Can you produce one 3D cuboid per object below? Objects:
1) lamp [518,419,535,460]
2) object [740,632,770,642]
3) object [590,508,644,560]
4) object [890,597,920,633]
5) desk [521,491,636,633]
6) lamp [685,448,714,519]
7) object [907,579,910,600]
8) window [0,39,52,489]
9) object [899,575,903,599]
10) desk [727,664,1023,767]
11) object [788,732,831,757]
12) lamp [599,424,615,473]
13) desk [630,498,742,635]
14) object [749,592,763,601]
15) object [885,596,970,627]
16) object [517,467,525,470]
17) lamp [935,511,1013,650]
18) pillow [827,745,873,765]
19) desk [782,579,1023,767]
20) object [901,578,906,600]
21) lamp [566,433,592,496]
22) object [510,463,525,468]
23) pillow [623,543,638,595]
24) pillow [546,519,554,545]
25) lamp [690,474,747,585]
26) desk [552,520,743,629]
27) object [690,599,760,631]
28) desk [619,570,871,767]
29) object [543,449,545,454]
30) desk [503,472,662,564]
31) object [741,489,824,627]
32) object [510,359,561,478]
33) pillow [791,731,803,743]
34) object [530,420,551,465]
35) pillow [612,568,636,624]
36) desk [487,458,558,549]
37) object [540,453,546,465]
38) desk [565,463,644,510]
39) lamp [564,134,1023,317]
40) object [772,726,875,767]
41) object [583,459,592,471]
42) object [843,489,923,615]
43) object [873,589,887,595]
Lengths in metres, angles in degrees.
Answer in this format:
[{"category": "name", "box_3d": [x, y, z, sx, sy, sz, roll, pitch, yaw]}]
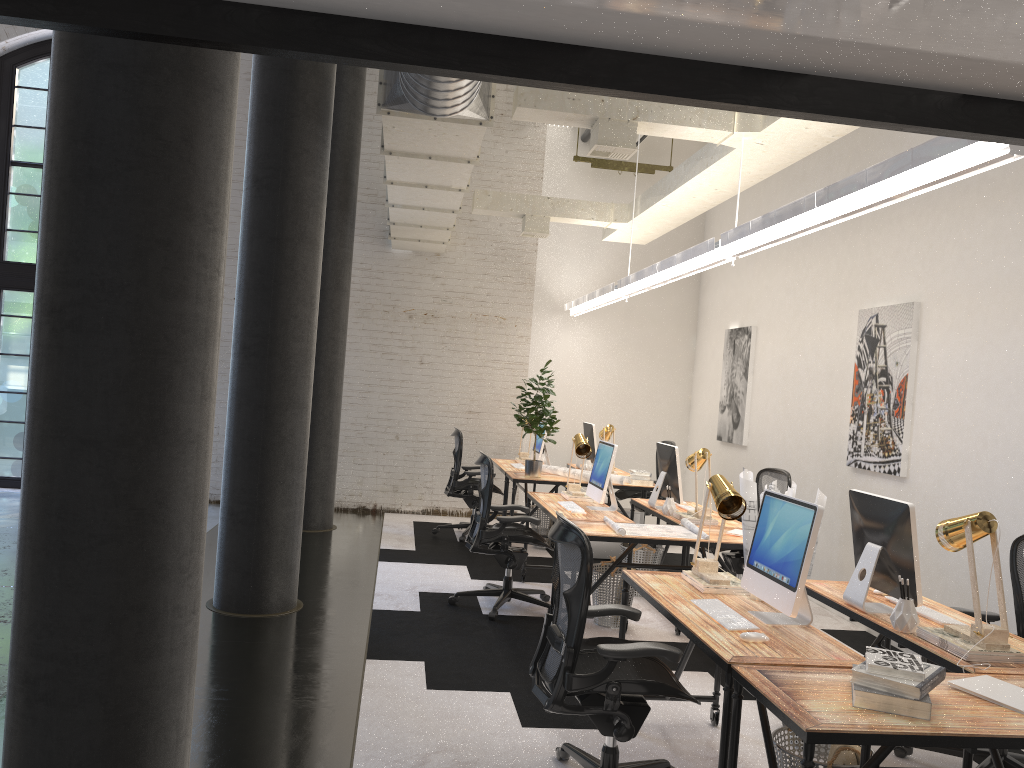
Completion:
[{"category": "lamp", "box_3d": [0.157, 0.574, 9.458, 0.126, 0.470, 0.344, 4, 0, -7]}, {"category": "object", "box_3d": [0.853, 0.888, 3.116, 0.106, 0.029, 0.059, 4, 0, -6]}, {"category": "object", "box_3d": [0.950, 1.406, 8.367, 0.544, 0.455, 0.221, 4, 1, -7]}, {"category": "object", "box_3d": [1.520, 0.893, 3.427, 0.101, 0.127, 0.101, 5, 0, 38]}, {"category": "desk", "box_3d": [0.438, 1.244, 6.432, 0.529, 0.724, 1.400, 4, 0, -7]}, {"category": "lamp", "box_3d": [1.300, 0.674, 6.146, 0.128, 0.470, 0.344, 4, 0, -7]}, {"category": "object", "box_3d": [1.525, 0.851, 3.413, 0.054, 0.207, 0.008, 4, 1, -42]}, {"category": "window", "box_3d": [-4.601, -1.310, 10.001, 2.491, 5.180, 0.137, 4, 1, -7]}, {"category": "object", "box_3d": [1.514, 0.850, 3.439, 0.008, 0.207, 0.054, 4, 1, -24]}, {"category": "desk", "box_3d": [1.385, 1.306, 2.649, 1.401, 0.724, 0.529, 4, 0, -7]}, {"category": "object", "box_3d": [1.413, 1.459, 4.097, 0.353, 0.435, 0.358, 4, 0, -11]}, {"category": "lamp", "box_3d": [0.947, 0.632, 8.804, 0.126, 0.470, 0.344, 4, 0, -7]}, {"category": "desk", "box_3d": [1.277, 1.308, 6.531, 0.529, 0.724, 1.400, 4, 0, -7]}, {"category": "object", "box_3d": [1.064, 0.859, 3.787, 0.101, 0.127, 0.101, 5, 0, 38]}, {"category": "object", "box_3d": [1.756, 0.966, 3.773, 0.118, 0.017, 0.439, 4, 0, -7]}, {"category": "object", "box_3d": [0.098, 0.823, 8.643, 0.106, 0.029, 0.059, 4, 0, -6]}, {"category": "lamp", "box_3d": [1.702, 0.697, 3.277, 0.128, 0.470, 0.344, 4, 0, -7]}, {"category": "pillow", "box_3d": [1.161, 1.450, 3.137, 0.119, 0.406, 0.239, 4, 1, -6]}, {"category": "desk", "box_3d": [1.679, 1.332, 3.662, 0.529, 0.724, 1.400, 4, 0, -7]}, {"category": "object", "box_3d": [1.513, 0.851, 3.415, 0.054, 0.207, 0.008, 4, 1, -20]}, {"category": "lamp", "box_3d": [0.512, 0.616, 6.801, 0.128, 0.470, 0.344, 4, 0, -7]}, {"category": "object", "box_3d": [0.064, 0.828, 8.970, 0.118, 0.017, 0.439, 4, 0, -7]}, {"category": "pillow", "box_3d": [0.931, 1.443, 6.961, 0.119, 0.406, 0.239, 4, 1, -6]}, {"category": "pillow", "box_3d": [0.406, 1.385, 8.664, 0.119, 0.406, 0.239, 4, 1, -6]}, {"category": "lamp", "box_3d": [0.913, 0.639, 3.932, 0.126, 0.470, 0.344, 4, 0, -7]}, {"category": "desk", "box_3d": [0.984, 1.283, 5.518, 1.401, 0.724, 0.529, 4, 0, -7]}, {"category": "object", "box_3d": [0.819, 0.893, 3.443, 0.118, 0.017, 0.439, 4, 0, -7]}, {"category": "desk", "box_3d": [0.840, 1.267, 3.563, 0.529, 0.724, 1.400, 4, 0, -7]}, {"category": "object", "box_3d": [0.322, 0.753, 9.325, 0.054, 0.207, 0.008, 4, 1, -20]}, {"category": "desk", "box_3d": [0.630, 1.241, 8.176, 1.401, 0.724, 0.529, 4, 0, -7]}, {"category": "object", "box_3d": [1.060, 0.678, 3.442, 0.190, 0.485, 0.483, 4, 0, -7]}, {"category": "object", "box_3d": [0.212, 0.307, 8.078, 0.439, 1.078, 0.513, 4, 1, -16]}, {"category": "pillow", "box_3d": [1.333, 1.466, 4.092, 0.119, 0.406, 0.239, 4, 1, -6]}, {"category": "object", "box_3d": [0.305, 0.613, 8.969, 0.190, 0.485, 0.483, 4, 0, -7]}, {"category": "pillow", "box_3d": [0.759, 1.427, 6.005, 0.119, 0.406, 0.239, 4, 1, -6]}, {"category": "desk", "box_3d": [0.085, 1.202, 9.090, 0.529, 0.724, 1.400, 4, 0, -7]}, {"category": "object", "box_3d": [0.309, 0.794, 9.314, 0.101, 0.127, 0.101, 5, 0, 38]}, {"category": "desk", "box_3d": [0.924, 1.266, 9.189, 0.529, 0.724, 1.400, 4, 0, -7]}, {"category": "lamp", "box_3d": [1.246, -2.123, 6.386, 0.226, 2.864, 7.300, 4, 0, -7]}, {"category": "object", "box_3d": [1.084, 1.431, 3.131, 0.353, 0.435, 0.358, 4, 0, -11]}, {"category": "object", "box_3d": [0.764, 0.828, 8.954, 0.101, 0.127, 0.101, 5, 0, 38]}, {"category": "object", "box_3d": [1.551, 0.716, 3.768, 0.190, 0.485, 0.483, 4, 0, -7]}, {"category": "object", "box_3d": [1.723, 0.957, 4.099, 0.106, 0.029, 0.059, 4, 0, -6]}]
